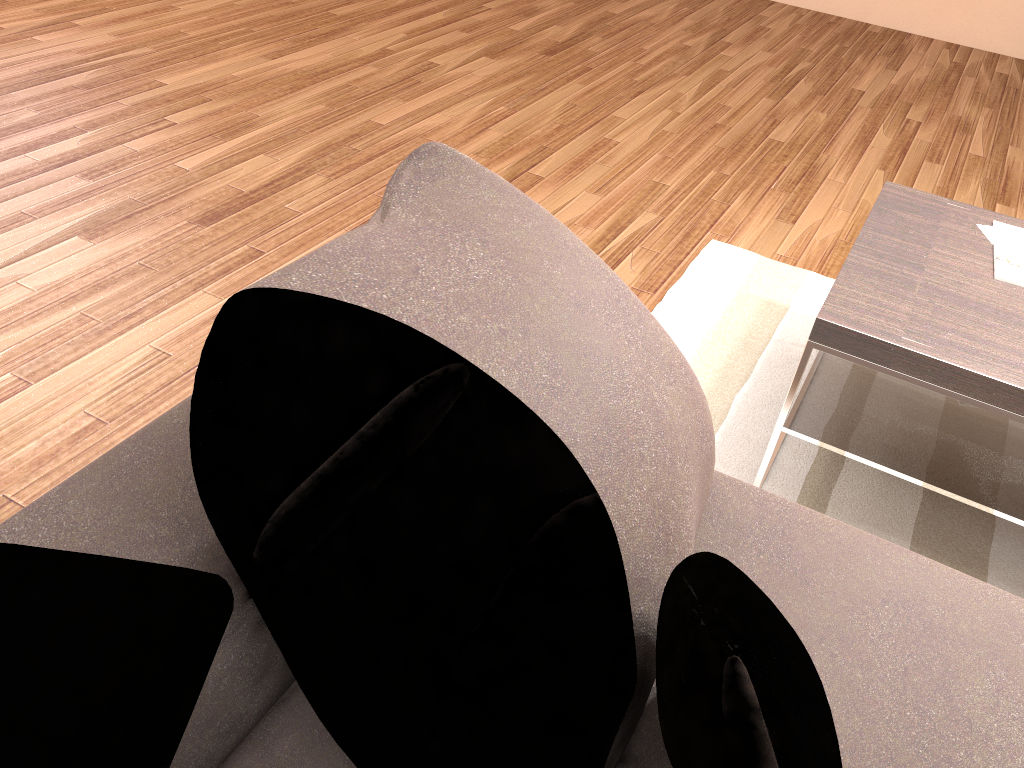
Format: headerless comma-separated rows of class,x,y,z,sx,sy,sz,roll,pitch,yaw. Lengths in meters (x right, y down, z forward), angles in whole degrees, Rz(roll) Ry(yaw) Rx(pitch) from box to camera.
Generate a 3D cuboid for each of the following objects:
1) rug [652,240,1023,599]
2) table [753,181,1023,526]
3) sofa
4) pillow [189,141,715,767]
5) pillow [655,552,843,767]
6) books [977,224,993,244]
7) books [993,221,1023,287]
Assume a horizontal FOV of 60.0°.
rug,1.233,0.296,2.258,2.122,0.024,1.791,23,39,19
table,1.269,0.080,2.085,1.110,0.558,0.856,23,39,19
sofa,1.212,0.853,0.905,3.565,0.776,1.906,23,39,19
pillow,-0.056,0.104,1.028,0.560,0.470,0.749,20,39,16
pillow,0.211,0.323,0.551,0.399,0.635,0.811,-4,38,-15
books,1.281,-0.287,2.113,0.241,0.008,0.332,7,37,-2
books,1.267,-0.287,2.099,0.241,0.010,0.332,20,38,15
